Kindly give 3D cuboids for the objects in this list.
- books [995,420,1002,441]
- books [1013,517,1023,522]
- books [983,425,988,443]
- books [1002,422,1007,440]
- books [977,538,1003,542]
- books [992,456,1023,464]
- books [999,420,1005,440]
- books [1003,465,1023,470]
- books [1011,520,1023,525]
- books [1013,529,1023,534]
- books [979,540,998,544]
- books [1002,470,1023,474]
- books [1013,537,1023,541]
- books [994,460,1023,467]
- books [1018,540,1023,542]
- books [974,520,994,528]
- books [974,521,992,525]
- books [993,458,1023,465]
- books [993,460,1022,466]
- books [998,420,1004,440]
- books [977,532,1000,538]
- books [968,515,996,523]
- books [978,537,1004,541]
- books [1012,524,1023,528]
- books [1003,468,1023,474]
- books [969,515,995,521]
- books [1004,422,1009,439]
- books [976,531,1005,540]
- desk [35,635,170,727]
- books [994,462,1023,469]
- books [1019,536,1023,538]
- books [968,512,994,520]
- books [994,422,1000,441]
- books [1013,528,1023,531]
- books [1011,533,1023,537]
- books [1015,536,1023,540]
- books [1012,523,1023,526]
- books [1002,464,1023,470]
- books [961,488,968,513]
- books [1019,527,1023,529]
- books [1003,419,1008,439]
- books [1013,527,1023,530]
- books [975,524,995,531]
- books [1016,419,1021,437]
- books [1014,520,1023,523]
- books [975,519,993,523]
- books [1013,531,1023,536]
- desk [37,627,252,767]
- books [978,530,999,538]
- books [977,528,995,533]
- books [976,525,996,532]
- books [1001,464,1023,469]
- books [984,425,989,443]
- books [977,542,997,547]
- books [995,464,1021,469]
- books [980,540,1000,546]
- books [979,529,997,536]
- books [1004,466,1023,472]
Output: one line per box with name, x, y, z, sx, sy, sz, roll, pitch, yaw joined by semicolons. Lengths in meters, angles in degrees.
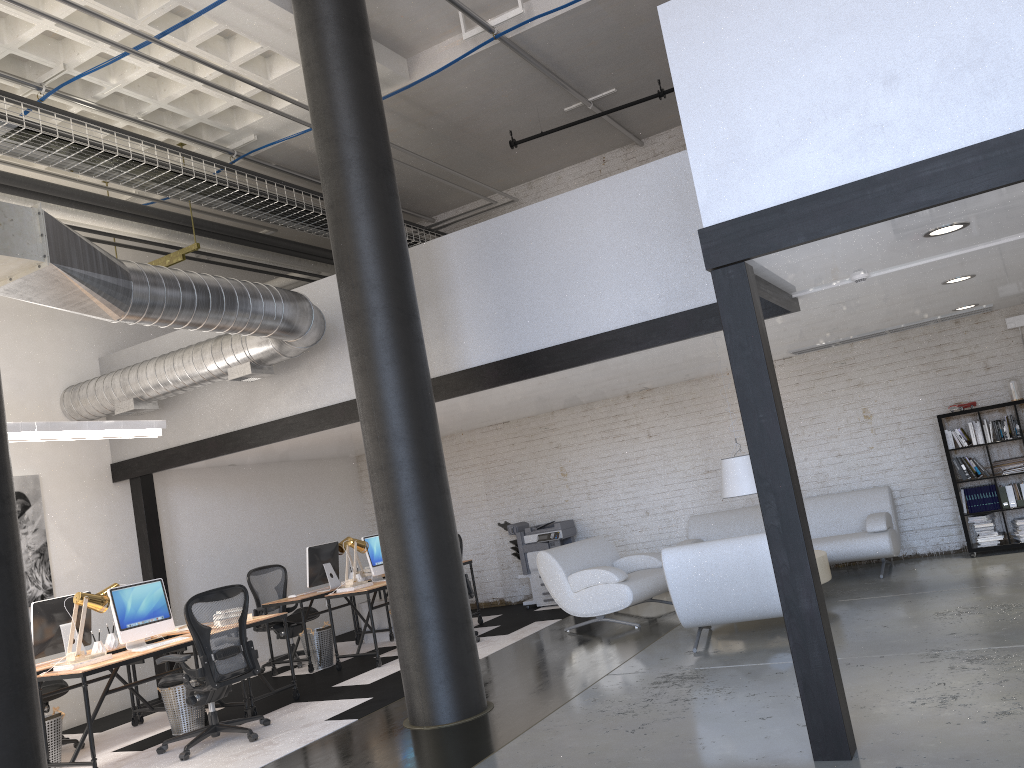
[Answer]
books;4.614;0.435;8.394;0.019;0.196;0.120;-14;-8;32
books;4.775;1.262;8.284;0.133;0.010;0.209;-13;-7;17
books;4.497;0.473;8.413;0.008;0.170;0.107;-14;-8;32
books;4.647;0.438;8.355;0.008;0.168;0.107;-14;-8;32
books;4.550;1.467;8.431;0.216;0.013;0.291;-14;-8;29
books;4.714;0.716;8.401;0.279;0.019;0.185;-15;-9;34
books;4.636;0.432;8.380;0.011;0.191;0.121;-14;-8;32
books;4.735;0.792;8.382;0.185;0.022;0.269;-14;-8;29
books;4.774;1.290;8.293;0.145;0.020;0.273;-13;-7;17
books;4.788;1.366;8.285;0.148;0.023;0.244;-13;-7;17
books;4.538;1.487;8.448;0.162;0.019;0.253;-14;-8;29
books;4.733;0.831;8.377;0.185;0.014;0.275;-14;-8;29
books;4.798;1.437;8.275;0.150;0.013;0.238;-12;-7;13
books;4.724;0.749;8.405;0.270;0.030;0.172;-15;-9;34
books;4.814;1.449;8.280;0.150;0.013;0.238;-13;-7;17
books;4.508;1.333;8.462;0.163;0.023;0.307;-14;-8;29
books;4.498;1.318;8.470;0.148;0.011;0.264;-14;-8;29
books;4.719;0.727;8.403;0.275;0.024;0.185;-15;-9;34
books;4.717;0.735;8.403;0.270;0.022;0.185;-15;-9;34
books;4.627;0.434;8.386;0.011;0.191;0.121;-14;-8;32
books;4.533;1.443;8.436;0.170;0.015;0.267;-15;-9;34
books;4.504;1.295;8.496;0.267;0.015;0.170;-3;-10;-45
books;4.552;1.453;8.434;0.216;0.013;0.286;-14;-8;27
books;4.777;1.315;8.276;0.138;0.014;0.217;-12;-7;13
books;4.741;0.821;8.372;0.185;0.028;0.275;-14;-8;29
books;4.495;1.280;8.484;0.170;0.015;0.267;-16;-9;39
books;4.660;0.434;8.345;0.008;0.170;0.107;-14;-8;32
books;4.552;1.440;8.428;0.233;0.011;0.289;-14;-8;30
desk;-3.374;2.492;6.888;0.530;0.723;1.401;-14;-8;27
books;4.728;0.764;8.400;0.275;0.028;0.185;-15;-9;34
books;4.796;1.407;8.268;0.132;0.010;0.209;-12;-7;13
books;4.496;1.262;8.487;0.253;0.019;0.162;-3;-10;-45
books;4.597;0.446;8.393;0.014;0.181;0.116;-14;-8;32
books;4.791;1.347;8.279;0.132;0.010;0.210;-11;-7;8
books;4.779;1.398;8.275;0.150;0.013;0.238;-11;-7;8
books;4.799;1.421;8.276;0.144;0.017;0.225;-13;-7;17
books;4.777;1.303;8.280;0.132;0.010;0.209;-12;-7;13
books;4.733;0.784;8.378;0.185;0.024;0.275;-14;-8;29
books;4.352;1.122;8.534;0.043;0.232;0.173;-14;-7;28
books;4.789;1.326;8.272;0.133;0.010;0.211;-13;-8;22
books;4.654;0.427;8.355;0.008;0.189;0.106;-14;-8;32
books;4.783;1.340;8.290;0.131;0.010;0.235;-13;-7;17
books;4.514;1.366;8.465;0.162;0.019;0.253;-14;-8;29
books;4.754;0.415;8.322;0.008;0.168;0.107;-14;-7;27
books;4.780;1.274;8.298;0.131;0.010;0.235;-13;-8;22
books;4.509;1.304;8.477;0.149;0.011;0.236;-14;-8;29
books;4.777;1.387;8.286;0.151;0.013;0.238;-13;-8;22
desk;-2.648;2.309;6.490;0.530;0.723;1.401;-14;-8;27
books;4.539;1.428;8.443;0.170;0.015;0.268;-14;-8;29
books;4.516;1.392;8.455;0.148;0.011;0.264;-14;-8;29
books;4.527;1.381;8.474;0.149;0.012;0.237;-15;-9;34
books;4.727;0.774;8.382;0.185;0.019;0.275;-14;-8;29
books;4.507;0.472;8.413;0.008;0.168;0.107;-14;-8;32
books;4.532;1.521;8.449;0.170;0.015;0.268;-14;-8;29
books;4.722;0.772;8.391;0.275;0.014;0.185;-15;-9;34
books;4.542;1.503;8.442;0.169;0.015;0.268;-14;-8;24
books;4.536;1.415;8.460;0.156;0.016;0.244;-14;-8;24
books;4.741;0.805;8.376;0.172;0.030;0.270;-14;-8;29
